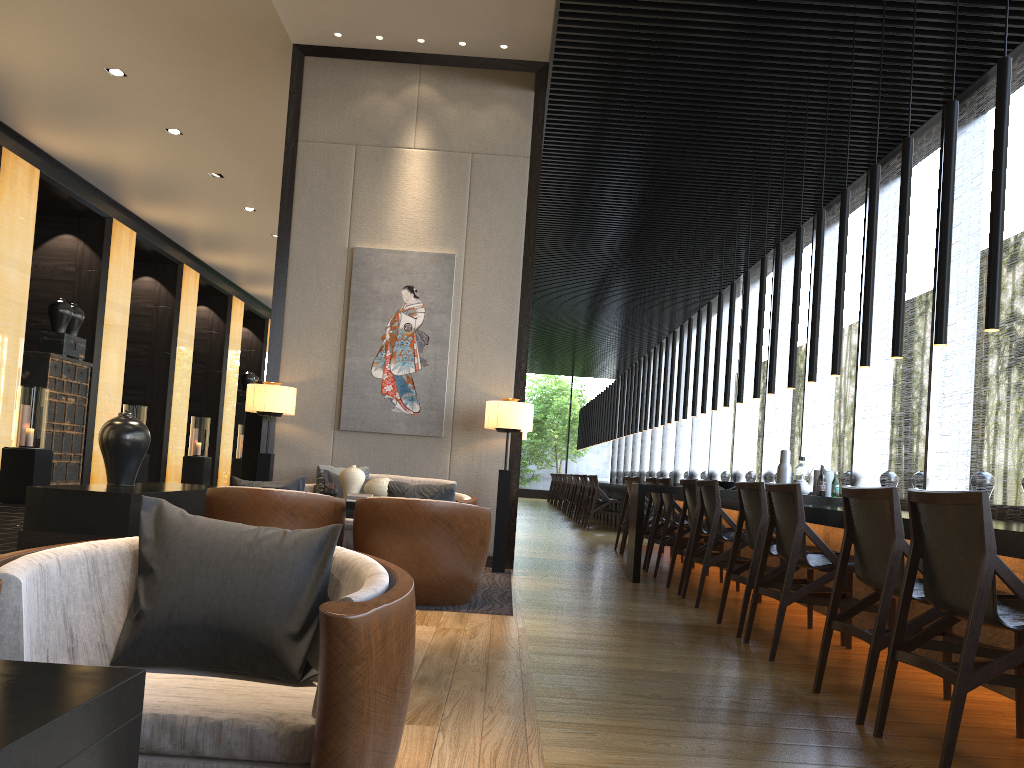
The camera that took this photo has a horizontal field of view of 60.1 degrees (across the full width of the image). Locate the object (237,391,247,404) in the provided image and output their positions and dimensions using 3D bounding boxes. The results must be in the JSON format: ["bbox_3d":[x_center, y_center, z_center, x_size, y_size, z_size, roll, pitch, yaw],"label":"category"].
[{"bbox_3d":[-6.267,0.352,21.050,0.365,0.314,0.608,4,-5,0],"label":"object"}]

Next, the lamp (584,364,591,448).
[{"bbox_3d":[2.111,0.579,24.606,0.060,2.414,0.060,4,-2,5],"label":"lamp"}]

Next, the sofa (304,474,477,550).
[{"bbox_3d":[-1.002,1.045,6.795,1.449,0.692,0.605,4,-4,0],"label":"sofa"}]

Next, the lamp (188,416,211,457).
[{"bbox_3d":[-5.837,0.982,16.532,0.336,0.727,0.338,4,-3,2],"label":"lamp"}]

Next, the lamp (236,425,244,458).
[{"bbox_3d":[-5.860,1.272,19.466,0.336,0.727,0.338,4,-3,2],"label":"lamp"}]

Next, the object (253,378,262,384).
[{"bbox_3d":[-2.199,0.070,7.808,0.176,0.245,0.116,4,-3,0],"label":"object"}]

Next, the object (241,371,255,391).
[{"bbox_3d":[-6.246,-0.068,20.908,0.312,0.491,0.312,6,-4,-26],"label":"object"}]

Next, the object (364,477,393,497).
[{"bbox_3d":[-0.886,0.721,6.029,0.245,0.167,0.246,4,-5,3],"label":"object"}]

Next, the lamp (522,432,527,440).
[{"bbox_3d":[-0.073,0.968,8.704,0.375,1.347,0.375,4,-3,-10],"label":"lamp"}]

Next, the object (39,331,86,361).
[{"bbox_3d":[-6.197,-0.518,12.238,0.365,0.314,0.608,4,-5,0],"label":"object"}]

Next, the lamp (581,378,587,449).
[{"bbox_3d":[2.103,0.677,25.599,0.060,2.414,0.060,4,-2,5],"label":"lamp"}]

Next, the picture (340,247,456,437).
[{"bbox_3d":[-0.927,-0.344,7.220,0.834,1.498,0.037,4,-2,0],"label":"picture"}]

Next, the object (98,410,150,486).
[{"bbox_3d":[-2.528,0.414,5.766,0.311,0.491,0.313,3,-3,18],"label":"object"}]

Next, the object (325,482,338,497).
[{"bbox_3d":[-1.235,0.725,6.060,0.092,0.111,0.091,7,-5,-38],"label":"object"}]

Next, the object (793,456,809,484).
[{"bbox_3d":[2.311,0.732,7.075,0.129,0.304,0.129,5,-3,-14],"label":"object"}]

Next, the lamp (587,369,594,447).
[{"bbox_3d":[2.119,0.479,23.592,0.060,2.414,0.060,6,-3,-35],"label":"lamp"}]

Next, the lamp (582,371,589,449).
[{"bbox_3d":[2.107,0.627,25.087,0.060,2.414,0.060,4,-2,5],"label":"lamp"}]

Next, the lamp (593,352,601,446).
[{"bbox_3d":[2.131,0.328,22.057,0.060,2.414,0.060,6,-3,-35],"label":"lamp"}]

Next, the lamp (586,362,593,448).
[{"bbox_3d":[2.115,0.529,24.100,0.060,2.414,0.060,4,-2,5],"label":"lamp"}]

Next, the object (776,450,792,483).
[{"bbox_3d":[2.164,0.698,7.032,0.113,0.343,0.113,4,-3,-5],"label":"object"}]

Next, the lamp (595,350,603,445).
[{"bbox_3d":[2.135,0.278,21.549,0.060,2.414,0.060,6,-3,-35],"label":"lamp"}]

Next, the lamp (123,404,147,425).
[{"bbox_3d":[-5.813,0.693,13.598,0.336,0.727,0.338,4,-3,2],"label":"lamp"}]

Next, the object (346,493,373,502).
[{"bbox_3d":[-1.000,0.749,5.831,0.174,0.051,0.138,4,-5,-4],"label":"object"}]

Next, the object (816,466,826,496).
[{"bbox_3d":[2.417,0.757,6.911,0.067,0.237,0.067,4,-3,-7],"label":"object"}]

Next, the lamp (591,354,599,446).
[{"bbox_3d":[2.127,0.378,22.566,0.060,2.414,0.060,6,-3,-35],"label":"lamp"}]

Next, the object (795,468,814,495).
[{"bbox_3d":[2.260,0.755,6.906,0.136,0.217,0.136,5,-3,-13],"label":"object"}]

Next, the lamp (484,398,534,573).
[{"bbox_3d":[-0.059,0.790,6.897,0.374,1.347,0.376,3,-3,29],"label":"lamp"}]

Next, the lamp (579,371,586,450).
[{"bbox_3d":[2.099,0.727,26.107,0.060,2.414,0.060,4,-2,5],"label":"lamp"}]

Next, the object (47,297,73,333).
[{"bbox_3d":[-6.177,-0.937,12.096,0.312,0.491,0.311,6,-4,-34],"label":"object"}]

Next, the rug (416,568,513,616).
[{"bbox_3d":[-0.978,1.306,5.952,1.958,0.008,2.250,4,-6,0],"label":"rug"}]

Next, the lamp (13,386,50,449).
[{"bbox_3d":[-5.790,0.403,10.663,0.336,0.727,0.338,4,-3,5],"label":"lamp"}]

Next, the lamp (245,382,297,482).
[{"bbox_3d":[-1.917,0.662,6.887,0.376,1.344,0.375,6,-3,-39],"label":"lamp"}]

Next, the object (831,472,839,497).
[{"bbox_3d":[2.510,0.780,6.871,0.056,0.196,0.056,4,-3,1],"label":"object"}]

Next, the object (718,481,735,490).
[{"bbox_3d":[1.702,0.806,7.006,0.227,0.067,0.228,4,-5,2],"label":"object"}]

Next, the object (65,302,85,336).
[{"bbox_3d":[-6.179,-0.905,12.428,0.312,0.491,0.312,5,-3,-19],"label":"object"}]

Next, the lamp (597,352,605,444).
[{"bbox_3d":[2.139,0.227,21.037,0.060,2.414,0.060,6,-3,-35],"label":"lamp"}]

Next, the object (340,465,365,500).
[{"bbox_3d":[-1.079,0.665,5.973,0.171,0.235,0.172,2,-4,35],"label":"object"}]

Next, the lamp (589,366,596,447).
[{"bbox_3d":[2.123,0.429,23.080,0.060,2.414,0.060,6,-3,-35],"label":"lamp"}]

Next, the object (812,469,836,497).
[{"bbox_3d":[2.475,0.781,7.022,0.169,0.219,0.169,4,-4,-5],"label":"object"}]

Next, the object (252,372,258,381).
[{"bbox_3d":[-6.249,-0.035,21.240,0.312,0.491,0.312,5,-3,-19],"label":"object"}]
